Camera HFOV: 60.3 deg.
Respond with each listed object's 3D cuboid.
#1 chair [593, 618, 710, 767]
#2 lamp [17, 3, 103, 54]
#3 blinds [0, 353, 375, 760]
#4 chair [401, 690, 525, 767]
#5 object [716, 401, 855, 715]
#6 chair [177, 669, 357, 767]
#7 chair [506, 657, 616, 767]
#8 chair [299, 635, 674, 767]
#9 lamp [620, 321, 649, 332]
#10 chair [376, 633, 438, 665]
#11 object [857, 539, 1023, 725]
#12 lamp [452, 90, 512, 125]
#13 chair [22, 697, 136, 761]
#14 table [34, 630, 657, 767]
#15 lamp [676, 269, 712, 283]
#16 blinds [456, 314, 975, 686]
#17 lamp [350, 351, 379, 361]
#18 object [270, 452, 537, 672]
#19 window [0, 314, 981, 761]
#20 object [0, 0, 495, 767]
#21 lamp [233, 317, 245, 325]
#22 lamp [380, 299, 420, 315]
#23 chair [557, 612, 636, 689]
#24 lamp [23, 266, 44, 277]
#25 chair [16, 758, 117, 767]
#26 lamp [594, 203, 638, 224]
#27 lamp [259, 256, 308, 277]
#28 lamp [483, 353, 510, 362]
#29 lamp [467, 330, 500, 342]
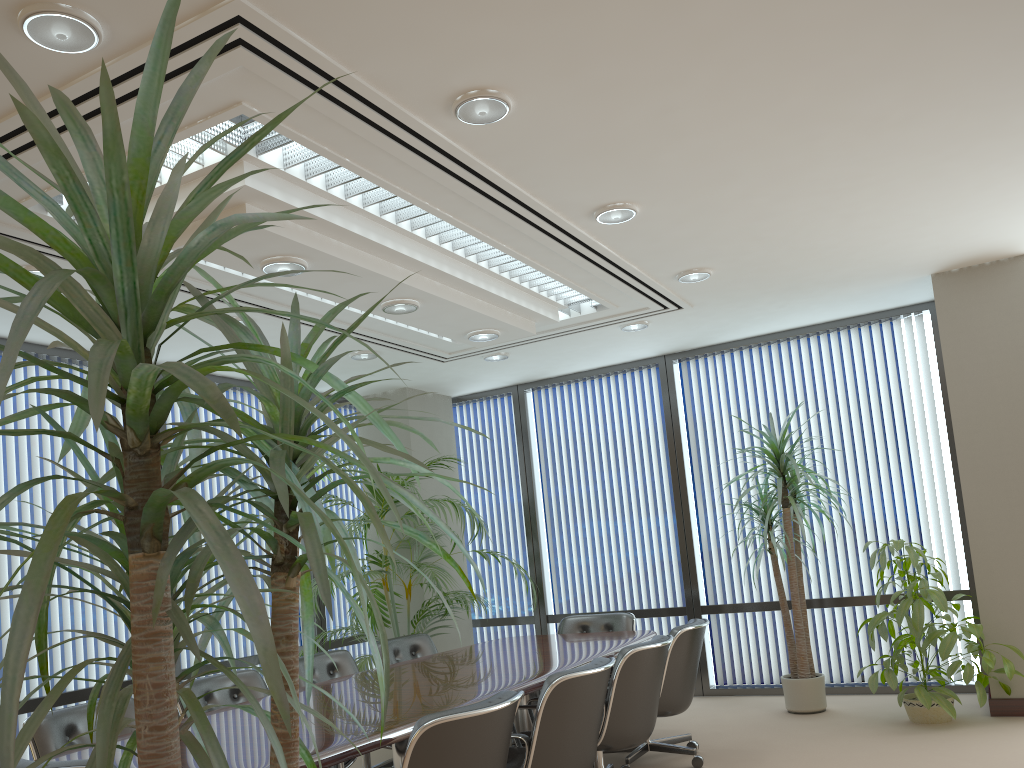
[{"bbox_3d":[0.855,1.951,5.557,0.857,0.849,0.740,-9,-8,23],"label":"chair"},{"bbox_3d":[-1.327,-1.040,2.597,0.227,0.035,0.226,-12,-13,31],"label":"lamp"},{"bbox_3d":[-2.317,1.437,7.014,0.032,2.873,4.928,-8,-10,27],"label":"blinds"},{"bbox_3d":[-0.367,1.629,3.316,0.864,0.849,0.757,-11,-9,31],"label":"chair"},{"bbox_3d":[2.127,1.326,6.706,1.018,2.289,1.043,-6,-6,3],"label":"object"},{"bbox_3d":[-1.371,2.029,4.855,0.858,0.849,0.763,-10,-9,28],"label":"chair"},{"bbox_3d":[0.092,1.732,4.069,0.858,0.849,0.763,-10,-9,28],"label":"chair"},{"bbox_3d":[-0.235,1.988,5.207,2.545,0.849,0.763,-11,-9,28],"label":"chair"},{"bbox_3d":[0.943,-0.438,6.779,0.226,0.035,0.227,-9,-11,17],"label":"lamp"},{"bbox_3d":[-0.525,2.236,6.325,0.860,0.849,0.762,-11,-9,32],"label":"chair"},{"bbox_3d":[2.831,1.690,5.967,0.979,1.298,0.867,-5,-7,-1],"label":"object"},{"bbox_3d":[-0.112,-1.023,3.283,0.226,0.035,0.227,-9,-11,17],"label":"lamp"},{"bbox_3d":[-1.741,1.914,4.089,0.857,0.849,0.764,-9,-9,23],"label":"chair"},{"bbox_3d":[-0.408,1.988,4.849,1.517,0.740,4.097,-11,-12,27],"label":"table"},{"bbox_3d":[1.163,-0.685,5.631,0.225,0.035,0.228,3,-14,-37],"label":"lamp"},{"bbox_3d":[1.273,1.298,8.080,4.965,2.878,0.051,-11,-7,28],"label":"blinds"},{"bbox_3d":[-1.150,-0.216,6.874,0.225,0.035,0.228,3,-14,-37],"label":"lamp"},{"bbox_3d":[-1.028,1.683,7.446,2.168,2.451,2.114,1,-10,-41],"label":"object"},{"bbox_3d":[-0.503,1.380,7.583,7.359,2.881,3.585,-2,-9,-16],"label":"window"},{"bbox_3d":[-0.389,0.513,1.111,0.806,1.813,0.826,-6,-6,3],"label":"object"},{"bbox_3d":[-1.787,-0.385,5.700,0.225,0.035,0.228,3,-14,-37],"label":"lamp"},{"bbox_3d":[-0.640,-0.436,5.049,0.225,0.035,0.228,3,-14,-37],"label":"lamp"},{"bbox_3d":[0.567,2.183,6.593,0.764,0.849,0.858,-10,-9,27],"label":"chair"},{"bbox_3d":[-2.425,-0.554,4.526,0.225,0.035,0.228,5,-15,-44],"label":"lamp"},{"bbox_3d":[-1.327,1.681,3.105,0.764,0.849,0.858,-10,-9,27],"label":"chair"},{"bbox_3d":[0.526,-0.854,4.457,0.225,0.035,0.228,3,-14,-37],"label":"lamp"},{"bbox_3d":[-1.091,-0.555,4.219,0.225,0.035,0.228,5,-15,-44],"label":"lamp"},{"bbox_3d":[-0.132,-0.220,7.356,0.227,0.035,0.226,-14,-14,37],"label":"lamp"},{"bbox_3d":[-0.190,-0.316,5.879,0.225,0.035,0.228,3,-14,-37],"label":"lamp"}]
